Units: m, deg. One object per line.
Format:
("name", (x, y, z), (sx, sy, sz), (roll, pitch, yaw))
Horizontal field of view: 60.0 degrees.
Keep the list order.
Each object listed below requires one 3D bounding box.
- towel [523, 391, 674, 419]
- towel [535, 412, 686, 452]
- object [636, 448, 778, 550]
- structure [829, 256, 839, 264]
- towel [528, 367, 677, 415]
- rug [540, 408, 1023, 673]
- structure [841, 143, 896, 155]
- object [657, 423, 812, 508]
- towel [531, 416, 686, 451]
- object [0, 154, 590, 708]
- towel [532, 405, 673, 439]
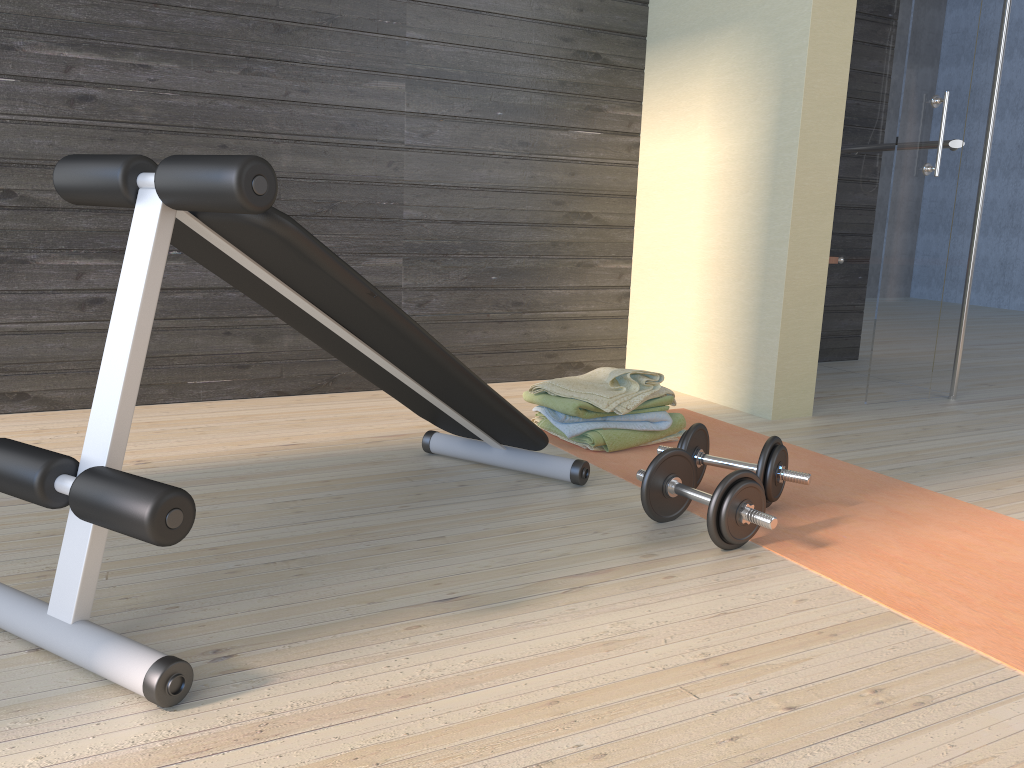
("towel", (0.263, 0.051, 2.798), (0.371, 0.085, 0.376), (-3, 12, -23))
("towel", (0.303, 0.117, 2.788), (0.367, 0.081, 0.380), (-4, 13, -30))
("object", (0.417, 0.248, 1.947), (0.176, 0.176, 0.385), (-6, 14, -36))
("structure", (1.116, -0.558, 3.945), (0.781, 0.030, 0.151), (-4, 13, -28))
("towel", (0.291, 0.000, 2.777), (0.373, 0.123, 0.384), (-9, 16, -44))
("rug", (0.964, 0.372, 1.865), (0.716, 0.002, 2.779), (-4, 13, -28))
("structure", (1.627, -1.005, 3.765), (0.062, 0.046, 0.636), (-4, 13, -28))
("object", (0.538, 0.198, 2.179), (0.385, 0.176, 0.176), (9, 13, 32))
("towel", (0.300, 0.135, 2.813), (0.371, 0.044, 0.376), (-4, 13, -29))
("object", (-0.334, -0.048, 1.793), (0.505, 0.746, 1.312), (9, 13, 30))
("towel", (0.280, 0.090, 2.788), (0.383, 0.078, 0.383), (0, 11, -12))
